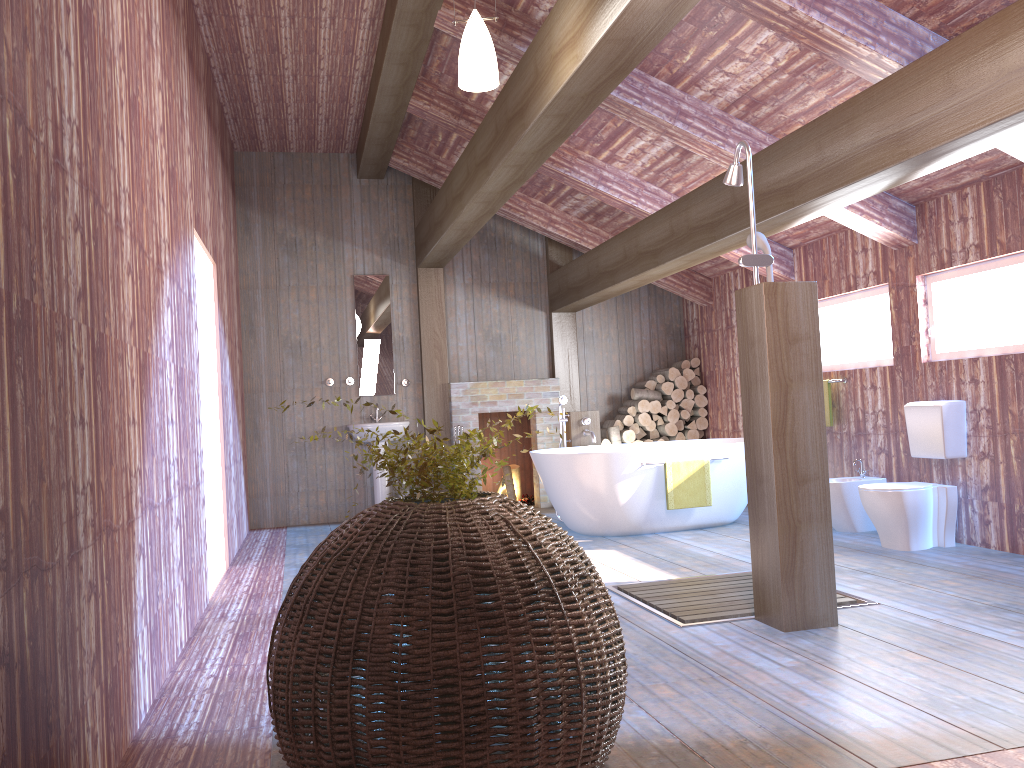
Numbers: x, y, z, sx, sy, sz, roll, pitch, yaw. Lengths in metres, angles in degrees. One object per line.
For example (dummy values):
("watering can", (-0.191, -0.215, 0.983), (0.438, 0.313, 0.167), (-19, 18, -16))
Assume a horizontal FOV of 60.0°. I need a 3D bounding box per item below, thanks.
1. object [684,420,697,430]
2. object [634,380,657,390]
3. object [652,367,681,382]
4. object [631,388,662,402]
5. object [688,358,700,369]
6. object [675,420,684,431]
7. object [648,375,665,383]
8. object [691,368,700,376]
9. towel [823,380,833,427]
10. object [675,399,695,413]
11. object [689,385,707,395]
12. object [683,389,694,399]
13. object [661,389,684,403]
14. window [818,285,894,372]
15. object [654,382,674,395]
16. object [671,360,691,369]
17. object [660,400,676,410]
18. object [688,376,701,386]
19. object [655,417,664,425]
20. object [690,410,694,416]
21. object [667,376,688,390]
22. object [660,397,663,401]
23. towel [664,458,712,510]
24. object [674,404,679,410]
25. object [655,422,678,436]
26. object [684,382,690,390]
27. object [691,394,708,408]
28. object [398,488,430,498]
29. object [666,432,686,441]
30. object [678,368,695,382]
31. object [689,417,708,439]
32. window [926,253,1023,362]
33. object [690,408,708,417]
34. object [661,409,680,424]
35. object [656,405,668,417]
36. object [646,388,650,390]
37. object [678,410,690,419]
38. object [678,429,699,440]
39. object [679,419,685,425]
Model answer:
("object", (1.787, 0.422, 9.247), (0.115, 0.112, 0.423), (-3, -2, -13))
("object", (1.394, 0.030, 9.268), (0.140, 0.121, 0.319), (-3, -2, -12))
("object", (1.606, -0.093, 9.245), (0.135, 0.139, 0.456), (-3, -2, -13))
("object", (1.369, 0.114, 9.053), (0.302, 0.157, 0.121), (-3, -2, -13))
("object", (1.873, -0.211, 9.334), (0.112, 0.113, 0.271), (-3, -2, -14))
("object", (1.668, 0.426, 9.203), (0.111, 0.118, 0.302), (-3, -2, -14))
("object", (1.499, -0.049, 9.187), (0.094, 0.097, 0.227), (-3, -2, -13))
("object", (1.877, -0.125, 9.347), (0.081, 0.100, 0.281), (-3, -2, -14))
("towel", (2.405, 0.155, 6.991), (0.032, 0.361, 0.370), (-3, -2, -13))
("object", (1.736, 0.234, 9.273), (0.172, 0.151, 0.482), (-3, -2, -13))
("object", (1.894, 0.065, 9.289), (0.102, 0.109, 0.438), (-3, -2, -13))
("object", (1.769, 0.114, 9.255), (0.089, 0.106, 0.437), (-3, -2, -13))
("object", (1.633, 0.133, 9.223), (0.143, 0.151, 0.440), (-3, -2, -13))
("window", (2.596, -0.398, 6.828), (0.054, 0.587, 1.255), (-3, -2, -13))
("object", (1.529, 0.049, 9.219), (0.139, 0.148, 0.458), (-3, -2, -13))
("object", (1.771, -0.183, 9.306), (0.104, 0.121, 0.270), (-3, -2, -13))
("object", (1.562, 0.214, 9.197), (0.102, 0.109, 0.438), (-3, -2, -13))
("object", (1.878, -0.029, 9.327), (0.107, 0.115, 0.269), (-3, -2, -13))
("object", (1.487, 0.379, 9.179), (0.085, 0.096, 0.280), (-3, -2, -13))
("object", (1.832, 0.302, 9.309), (0.088, 0.092, 0.280), (-3, -2, -13))
("object", (1.665, -0.005, 9.237), (0.141, 0.143, 0.437), (-3, -2, -16))
("object", (1.466, 0.160, 9.280), (0.121, 0.124, 0.291), (-3, -2, -13))
("towel", (1.308, 0.739, 6.577), (0.370, 0.361, 0.032), (-2, -2, -17))
("object", (1.641, 0.258, 9.196), (0.095, 0.090, 0.278), (-3, -2, -12))
("object", (1.554, 0.468, 9.188), (0.141, 0.143, 0.437), (-3, -2, -16))
("object", (1.761, 0.034, 9.362), (0.132, 0.119, 0.319), (-3, -2, -12))
("object", (1.887, 0.178, 9.286), (0.147, 0.152, 0.439), (-3, -2, -13))
("object", (-0.940, 1.160, 8.562), (0.309, 0.290, 0.308), (-3, -2, -4))
("object", (1.677, 0.553, 9.189), (0.114, 0.113, 0.301), (-3, -2, -16))
("object", (1.761, -0.085, 9.284), (0.133, 0.142, 0.456), (-3, -2, -13))
("object", (1.898, 0.463, 9.282), (0.137, 0.256, 0.439), (-3, -2, -13))
("window", (2.939, -0.462, 5.321), (0.054, 0.587, 1.255), (-3, -2, -13))
("object", (1.902, 0.296, 9.281), (0.102, 0.109, 0.438), (-3, -2, -13))
("object", (1.589, 0.342, 9.203), (0.136, 0.157, 0.439), (-3, -2, -13))
("object", (1.479, 0.289, 9.174), (0.109, 0.124, 0.424), (-3, -2, -14))
("object", (1.347, 0.117, 9.251), (0.113, 0.130, 0.291), (-3, -2, -13))
("object", (1.713, 0.315, 9.232), (0.102, 0.109, 0.438), (-3, -2, -13))
("object", (1.791, 0.539, 9.251), (0.137, 0.133, 0.437), (-3, -2, -16))
("object", (1.733, 0.397, 9.222), (0.065, 0.069, 0.177), (-3, -2, -14))
